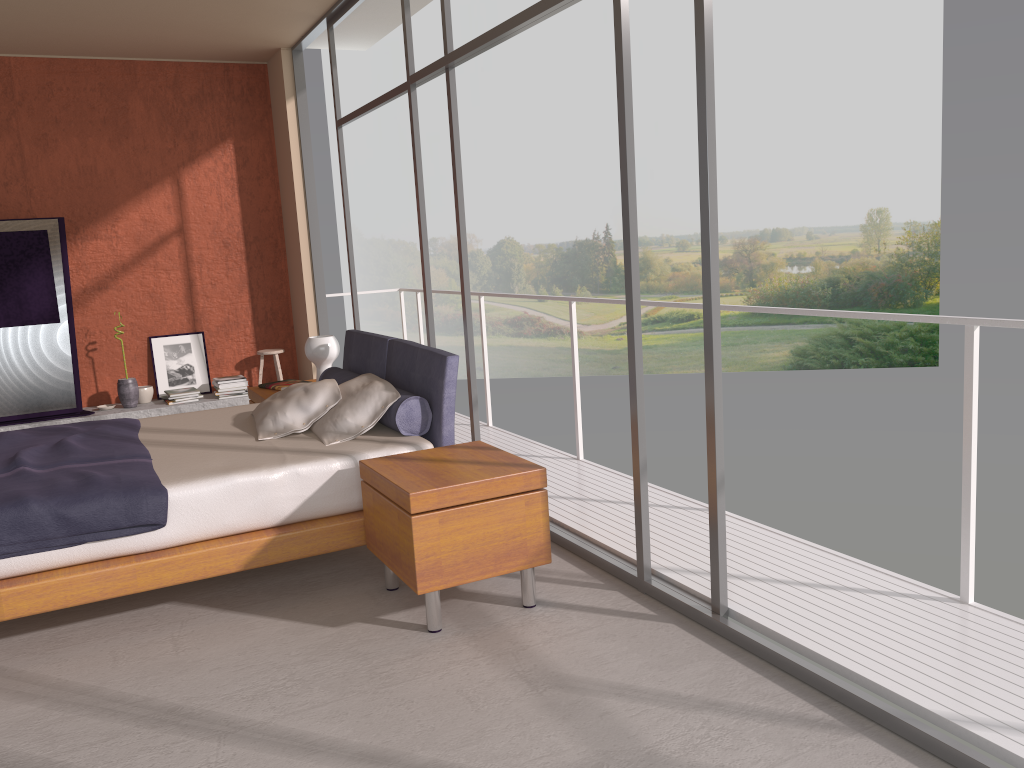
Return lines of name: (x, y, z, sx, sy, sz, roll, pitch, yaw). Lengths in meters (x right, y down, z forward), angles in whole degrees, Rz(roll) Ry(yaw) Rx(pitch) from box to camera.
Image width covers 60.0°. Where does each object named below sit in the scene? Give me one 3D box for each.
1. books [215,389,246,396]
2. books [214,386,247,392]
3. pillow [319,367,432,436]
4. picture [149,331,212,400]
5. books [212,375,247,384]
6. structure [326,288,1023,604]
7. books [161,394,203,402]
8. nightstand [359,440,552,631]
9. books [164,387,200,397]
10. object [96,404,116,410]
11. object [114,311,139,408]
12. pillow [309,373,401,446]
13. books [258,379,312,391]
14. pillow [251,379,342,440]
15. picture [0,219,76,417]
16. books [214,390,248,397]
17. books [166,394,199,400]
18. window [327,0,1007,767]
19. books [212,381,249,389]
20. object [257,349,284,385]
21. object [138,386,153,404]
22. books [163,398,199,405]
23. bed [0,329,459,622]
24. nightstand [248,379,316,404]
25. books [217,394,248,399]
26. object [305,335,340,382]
books: (-2.448, 0.055, 7.721, 0.247, 0.025, 0.287, -6, 9, -15)
books: (-2.455, 0.026, 7.735, 0.247, 0.027, 0.328, -8, 10, -24)
pillow: (-0.769, 0.071, 4.784, 0.205, 0.201, 1.470, -8, 10, -25)
picture: (-2.923, -0.166, 7.830, 0.458, 0.550, 0.117, -8, 10, -25)
books: (-2.462, -0.038, 7.730, 0.247, 0.025, 0.287, -8, 10, -26)
structure: (0.397, 0.094, 4.654, 0.728, 1.005, 7.689, -8, 10, -25)
books: (-2.826, 0.110, 7.602, 0.247, 0.018, 0.328, -11, 12, -41)
nightstand: (-0.239, 0.597, 3.626, 0.562, 0.556, 0.628, -8, 10, -25)
books: (-2.823, 0.068, 7.587, 0.247, 0.018, 0.328, -9, 10, -28)
object: (-3.385, 0.202, 7.404, 0.152, 0.040, 0.152, -2, 9, 9)
object: (-3.223, -0.202, 7.370, 0.165, 0.810, 0.165, -4, 9, -2)
pillow: (-0.828, 0.117, 4.454, 0.400, 0.265, 0.791, -7, 10, -23)
books: (-1.533, 0.006, 6.001, 0.287, 0.025, 0.247, 5, 13, 44)
pillow: (-1.151, 0.109, 4.694, 0.431, 0.264, 0.869, -7, 9, -18)
picture: (-4.023, -0.490, 6.833, 1.129, 1.496, 0.126, -8, 10, -25)
books: (-2.455, 0.073, 7.748, 0.247, 0.018, 0.287, -8, 10, -26)
books: (-2.818, 0.090, 7.586, 0.247, 0.025, 0.287, -8, 10, -23)
window: (0.063, -0.804, 4.156, 0.075, 3.133, 6.106, -8, 10, -25)
books: (-2.457, -0.007, 7.730, 0.247, 0.038, 0.319, -8, 10, -28)
object: (-2.154, -0.134, 8.022, 0.260, 0.349, 0.257, 2, 11, 33)
object: (-3.175, 0.096, 7.624, 0.179, 0.137, 0.180, -6, 9, -13)
books: (-2.833, 0.135, 7.592, 0.247, 0.025, 0.287, -9, 10, -29)
bed: (-1.687, 0.373, 4.381, 2.462, 0.959, 2.017, -8, 10, -25)
nightstand: (-1.409, 0.298, 5.974, 0.562, 0.556, 0.628, -8, 10, -25)
books: (-2.451, 0.092, 7.746, 0.247, 0.018, 0.328, -8, 10, -24)
object: (-1.233, -0.142, 5.801, 0.224, 0.338, 0.224, -6, 9, -14)
